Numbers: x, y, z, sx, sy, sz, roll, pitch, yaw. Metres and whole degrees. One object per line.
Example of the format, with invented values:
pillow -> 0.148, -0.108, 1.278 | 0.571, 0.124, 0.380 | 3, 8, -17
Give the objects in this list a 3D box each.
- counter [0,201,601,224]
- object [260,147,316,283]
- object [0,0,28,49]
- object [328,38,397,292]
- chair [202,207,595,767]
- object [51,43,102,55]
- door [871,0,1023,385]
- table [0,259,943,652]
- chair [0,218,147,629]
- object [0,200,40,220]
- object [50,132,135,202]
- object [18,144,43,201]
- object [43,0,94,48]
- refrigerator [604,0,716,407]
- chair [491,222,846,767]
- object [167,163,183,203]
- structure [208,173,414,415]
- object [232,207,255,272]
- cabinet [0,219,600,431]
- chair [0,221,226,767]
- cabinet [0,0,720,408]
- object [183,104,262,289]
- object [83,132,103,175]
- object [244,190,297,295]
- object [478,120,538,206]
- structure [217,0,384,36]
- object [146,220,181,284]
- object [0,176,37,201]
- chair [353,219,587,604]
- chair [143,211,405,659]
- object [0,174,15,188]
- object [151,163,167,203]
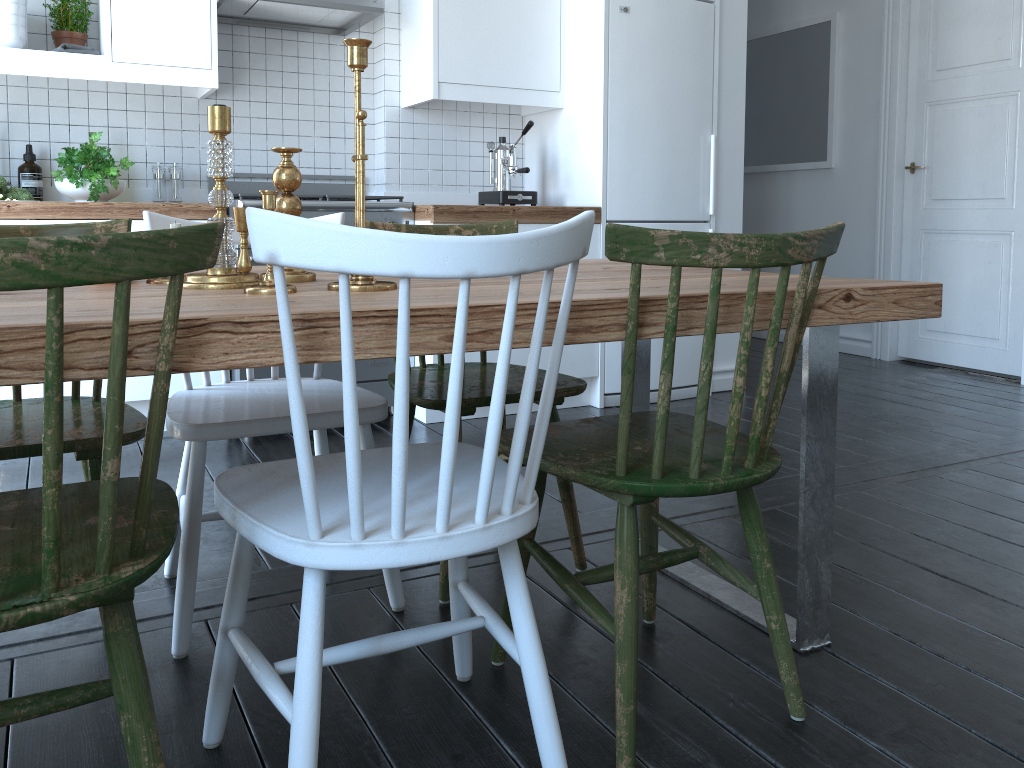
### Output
counter -> -1.182, -0.668, 3.441 | 3.107, 0.073, 0.856 | -5, 12, -27
object -> -0.417, -0.313, 1.636 | 0.101, 0.245, 0.101 | 0, 5, -4
object -> -1.878, -1.328, 3.263 | 0.150, 0.214, 0.312 | -3, 9, -30
object -> -0.247, -0.358, 1.447 | 0.114, 0.407, 0.114 | 2, 5, 24
chair -> -0.166, 0.174, 1.249 | 0.467, 0.834, 0.514 | -3, 7, -28
object -> -1.680, -1.256, 3.352 | 0.247, 0.042, 0.279 | -7, 13, -34
door -> 2.447, -1.294, 4.751 | 0.116, 2.452, 1.050 | -2, 6, -28
table -> -0.441, 0.178, 1.549 | 2.233, 0.709, 1.029 | -5, 10, -28
chair -> -0.953, 0.094, 1.695 | 0.468, 0.819, 0.490 | -3, 7, -29
object -> -1.925, -0.613, 3.210 | 0.373, 0.110, 0.358 | -5, 11, -27
object -> -1.592, -0.819, 3.321 | 0.273, 0.266, 0.341 | -5, 10, -37
object -> -1.897, -0.827, 3.467 | 0.085, 0.228, 0.086 | 3, 6, 27
object -> -1.732, -1.439, 3.464 | 0.165, 0.362, 0.172 | 1, 5, 9
refrigerator -> 0.527, -0.860, 4.189 | 0.577, 1.785, 0.687 | -2, 6, -28
chair -> 0.244, 0.136, 1.505 | 0.468, 0.819, 0.490 | -3, 7, -29
object -> -1.416, -0.843, 3.703 | 0.059, 0.171, 0.060 | -1, 5, -14
structure -> -0.850, -0.385, 3.711 | 0.702, 1.009, 0.729 | -3, 7, -28
object -> -0.508, -0.265, 1.670 | 0.049, 0.138, 0.050 | -2, 5, -28
cabinet -> -1.205, -0.250, 3.526 | 3.187, 0.807, 0.737 | -3, 8, -19
chair -> -0.608, 0.221, 1.036 | 0.468, 0.820, 0.490 | -3, 7, -29
cabinet -> -0.906, -1.041, 3.595 | 3.797, 2.349, 0.786 | -4, 6, -24
object -> -0.498, -0.319, 1.504 | 0.140, 0.308, 0.142 | 2, 5, 15
object -> -1.679, -0.867, 3.533 | 0.066, 0.280, 0.067 | -3, 5, -33
object -> -0.379, -0.222, 1.378 | 0.080, 0.159, 0.081 | 2, 6, 19
object -> 0.005, -0.979, 3.946 | 0.206, 0.366, 0.357 | -3, 8, -28
structure -> -0.925, -2.180, 3.646 | 0.635, 1.292, 0.533 | -3, 6, -28
object -> -0.606, -0.238, 1.589 | 0.103, 0.113, 0.103 | -6, 10, -42
object -> -1.919, -0.687, 3.133 | 0.285, 0.304, 0.473 | 5, 10, 35
chair -> -0.101, 0.009, 2.164 | 0.468, 0.820, 0.490 | -3, 7, -29
chair -> -0.544, 0.039, 1.950 | 0.467, 0.834, 0.514 | -3, 7, -28
object -> -1.967, -0.855, 3.336 | 0.275, 0.349, 0.190 | 6, 8, 38
object -> -1.481, -0.842, 3.693 | 0.059, 0.171, 0.060 | -1, 5, -14
